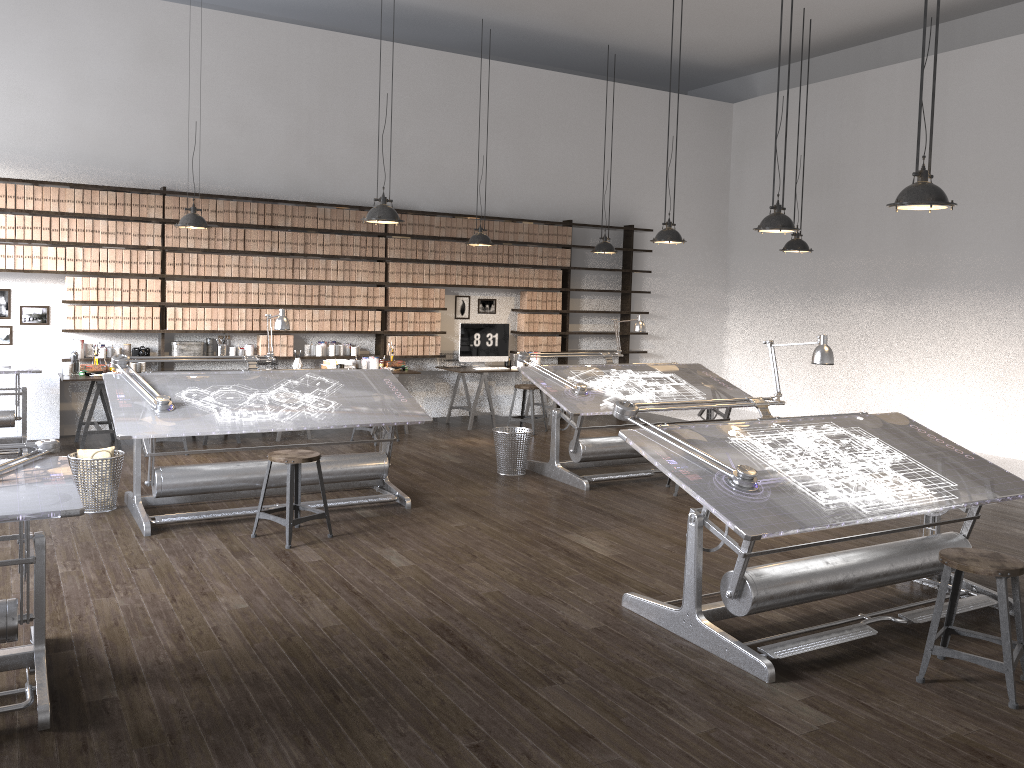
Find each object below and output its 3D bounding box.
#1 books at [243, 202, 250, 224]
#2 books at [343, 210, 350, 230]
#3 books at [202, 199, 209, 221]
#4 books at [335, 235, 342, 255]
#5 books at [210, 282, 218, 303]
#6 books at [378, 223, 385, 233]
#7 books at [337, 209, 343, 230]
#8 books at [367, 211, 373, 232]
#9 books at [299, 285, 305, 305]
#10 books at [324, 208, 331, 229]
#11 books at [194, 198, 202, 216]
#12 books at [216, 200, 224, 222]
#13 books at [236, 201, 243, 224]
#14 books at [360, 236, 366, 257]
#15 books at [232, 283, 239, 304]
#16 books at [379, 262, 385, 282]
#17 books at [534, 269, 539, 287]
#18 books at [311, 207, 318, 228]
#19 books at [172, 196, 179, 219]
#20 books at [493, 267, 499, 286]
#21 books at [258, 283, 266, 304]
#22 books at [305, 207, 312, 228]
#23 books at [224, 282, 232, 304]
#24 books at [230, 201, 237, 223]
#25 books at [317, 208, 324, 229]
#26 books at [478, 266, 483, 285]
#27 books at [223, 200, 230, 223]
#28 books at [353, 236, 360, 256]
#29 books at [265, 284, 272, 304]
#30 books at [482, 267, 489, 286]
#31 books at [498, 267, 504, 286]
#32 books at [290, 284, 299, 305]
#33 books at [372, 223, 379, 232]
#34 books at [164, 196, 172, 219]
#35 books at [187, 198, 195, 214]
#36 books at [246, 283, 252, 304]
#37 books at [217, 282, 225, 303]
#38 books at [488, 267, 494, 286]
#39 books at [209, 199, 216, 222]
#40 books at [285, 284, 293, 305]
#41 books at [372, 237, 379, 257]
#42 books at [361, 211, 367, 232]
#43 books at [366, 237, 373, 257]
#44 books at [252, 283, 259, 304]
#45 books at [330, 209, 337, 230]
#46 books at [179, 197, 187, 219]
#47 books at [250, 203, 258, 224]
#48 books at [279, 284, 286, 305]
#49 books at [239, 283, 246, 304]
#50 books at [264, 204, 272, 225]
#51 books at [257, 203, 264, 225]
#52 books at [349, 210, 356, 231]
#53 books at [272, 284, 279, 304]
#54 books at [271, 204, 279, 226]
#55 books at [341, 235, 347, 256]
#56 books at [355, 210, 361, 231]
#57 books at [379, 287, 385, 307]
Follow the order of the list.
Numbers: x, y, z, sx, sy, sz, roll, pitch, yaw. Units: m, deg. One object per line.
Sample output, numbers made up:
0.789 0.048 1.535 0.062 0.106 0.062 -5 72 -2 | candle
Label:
-2.760 -1.762 9.159 0.067 0.225 0.175 0 4 -30 | books
-1.839 -1.788 9.687 0.067 0.225 0.175 0 4 -30 | books
-3.115 -1.752 8.952 0.067 0.225 0.175 0 4 -30 | books
-1.919 -1.510 9.658 0.067 0.225 0.175 0 4 -30 | books
-3.058 -0.929 9.044 0.067 0.225 0.175 0 4 -30 | books
-1.484 -1.798 9.893 0.067 0.225 0.175 0 4 -30 | books
-1.902 -1.787 9.655 0.067 0.225 0.175 0 4 -30 | books
-1.608 -1.795 9.826 0.067 0.225 0.175 0 4 -30 | books
-2.278 -0.951 9.494 0.067 0.225 0.175 0 4 -30 | books
-2.022 -1.783 9.583 0.067 0.225 0.175 0 4 -30 | books
-3.176 -1.750 8.919 0.067 0.225 0.175 0 4 -30 | books
-2.991 -1.755 9.022 0.067 0.225 0.175 0 4 -30 | books
-2.821 -1.760 9.123 0.067 0.225 0.175 0 4 -30 | books
-1.680 -1.518 9.804 0.067 0.225 0.175 0 4 -30 | books
-2.874 -0.934 9.151 0.067 0.225 0.175 0 4 -30 | books
-1.488 -1.250 9.933 0.067 0.225 0.175 0 4 -30 | books
0.258 -1.306 10.941 0.067 0.225 0.175 0 4 -30 | books
-2.145 -1.779 9.508 0.067 0.225 0.175 0 4 -30 | books
-3.359 -1.744 8.805 0.067 0.225 0.175 0 4 -30 | books
-0.232 -1.292 10.660 0.067 0.225 0.175 0 4 -30 | books
-2.638 -0.940 9.282 0.067 0.225 0.175 0 4 -30 | books
-2.202 -1.778 9.480 0.067 0.225 0.175 0 4 -30 | books
-2.935 -0.932 9.115 0.067 0.225 0.175 0 4 -30 | books
-2.877 -1.758 9.085 0.067 0.225 0.175 0 4 -30 | books
-2.083 -1.781 9.544 0.067 0.225 0.175 0 4 -30 | books
-0.413 -1.286 10.549 0.067 0.225 0.175 0 4 -30 | books
-2.937 -1.757 9.055 0.067 0.225 0.175 0 4 -30 | books
-1.739 -1.515 9.765 0.067 0.225 0.175 0 4 -30 | books
-2.579 -0.942 9.320 0.067 0.225 0.175 0 4 -30 | books
-0.352 -1.288 10.588 0.067 0.225 0.175 0 4 -30 | books
-0.167 -1.294 10.697 0.067 0.225 0.175 0 4 -30 | books
-2.330 -0.949 9.458 0.067 0.225 0.175 0 4 -30 | books
-1.547 -1.797 9.862 0.067 0.225 0.175 0 4 -30 | books
-3.415 -1.743 8.777 0.067 0.225 0.175 0 4 -30 | books
-3.235 -1.748 8.881 0.067 0.225 0.175 0 4 -30 | books
-2.757 -0.937 9.217 0.067 0.225 0.175 0 4 -30 | books
-2.994 -0.930 9.076 0.067 0.225 0.175 0 4 -30 | books
-0.293 -1.290 10.627 0.067 0.225 0.175 0 4 -30 | books
-3.052 -1.753 8.984 0.067 0.225 0.175 0 4 -30 | books
-2.393 -0.947 9.422 0.067 0.225 0.175 0 4 -30 | books
-1.551 -1.521 9.879 0.067 0.225 0.175 0 4 -30 | books
-1.664 -1.793 9.787 0.067 0.225 0.175 0 4 -30 | books
-1.612 -1.519 9.837 0.067 0.225 0.175 0 4 -30 | books
-2.702 -0.939 9.247 0.067 0.225 0.175 0 4 -30 | books
-1.963 -1.785 9.622 0.067 0.225 0.175 0 4 -30 | books
-3.296 -1.746 8.841 0.067 0.225 0.175 0 4 -30 | books
-2.697 -1.764 9.191 0.067 0.225 0.175 0 4 -30 | books
-2.458 -0.946 9.388 0.067 0.225 0.175 0 4 -30 | books
-2.813 -0.935 9.179 0.067 0.225 0.175 0 4 -30 | books
-2.570 -1.767 9.263 0.067 0.225 0.175 0 4 -30 | books
-2.638 -1.766 9.231 0.067 0.225 0.175 0 4 -30 | books
-1.778 -1.790 9.725 0.067 0.225 0.175 0 4 -30 | books
-2.520 -0.944 9.357 0.067 0.225 0.175 0 4 -30 | books
-2.509 -1.769 9.305 0.067 0.225 0.175 0 4 -30 | books
-1.864 -1.512 9.697 0.067 0.225 0.175 0 4 -30 | books
-1.724 -1.792 9.758 0.067 0.225 0.175 0 4 -30 | books
-1.491 -0.973 9.944 0.067 0.225 0.175 0 4 -30 | books
